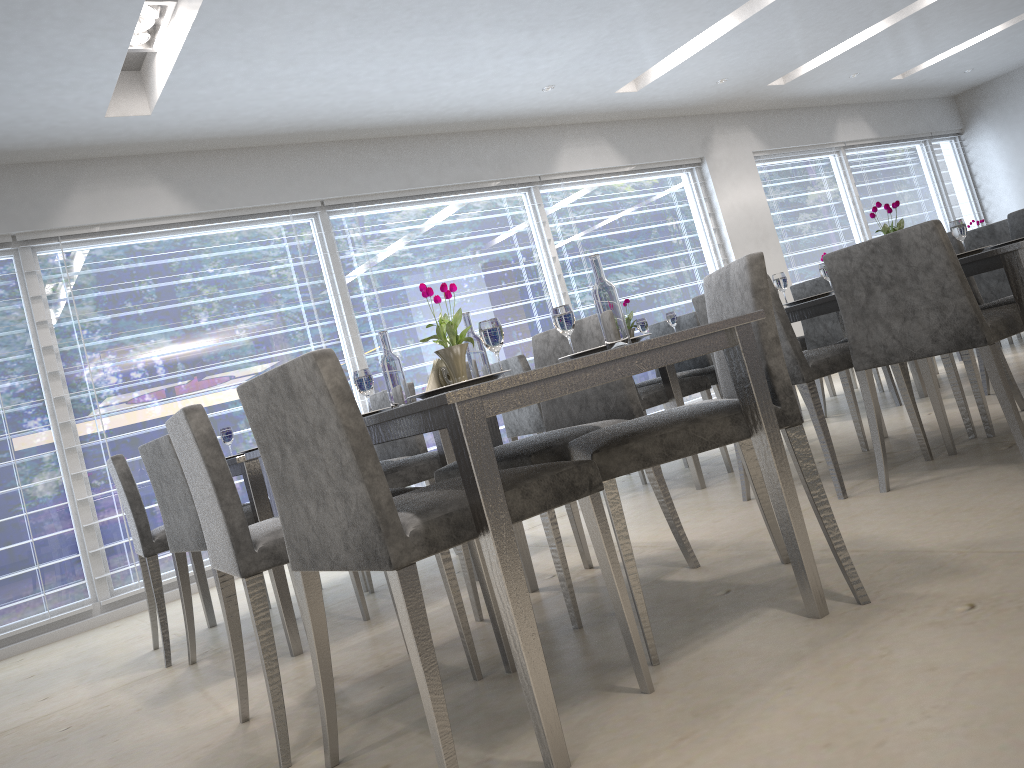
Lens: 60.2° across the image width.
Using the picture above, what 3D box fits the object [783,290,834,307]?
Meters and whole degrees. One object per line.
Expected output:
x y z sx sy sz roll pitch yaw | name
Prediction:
1.102 -0.313 3.282 0.218 0.015 0.214 -15 0 -33 | object

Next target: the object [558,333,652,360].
0.210 -0.078 1.980 0.214 0.015 0.218 -16 0 37 | object

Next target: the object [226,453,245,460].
-1.146 0.304 3.541 0.214 0.015 0.218 -16 0 35 | object

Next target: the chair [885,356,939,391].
2.488 -0.407 5.297 0.496 0.766 0.471 -13 -4 -28 | chair

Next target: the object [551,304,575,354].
0.135 -0.120 2.138 0.053 0.140 0.053 -16 -4 15 | object

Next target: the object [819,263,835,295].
1.296 -0.429 3.614 0.053 0.140 0.053 -16 -4 15 | object

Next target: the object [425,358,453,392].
-0.169 -0.017 2.167 0.069 0.100 0.204 -17 -2 27 | object

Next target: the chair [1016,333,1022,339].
3.602 -0.703 6.702 0.496 0.766 0.471 -13 -4 -38 | chair

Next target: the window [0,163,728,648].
-1.025 -0.176 5.773 7.161 2.084 0.156 -15 -4 -33 | window

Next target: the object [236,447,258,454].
-0.842 0.217 3.057 0.214 0.015 0.218 -16 0 35 | object

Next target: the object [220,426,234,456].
-1.187 0.252 3.708 0.053 0.140 0.053 -16 -4 15 | object

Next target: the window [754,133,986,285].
3.853 -1.490 9.105 3.689 2.084 0.156 -14 -4 -33 | window

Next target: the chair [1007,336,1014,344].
3.339 -0.636 5.890 0.496 0.766 0.471 -13 -4 -38 | chair

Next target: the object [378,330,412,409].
-0.295 -0.033 2.185 0.051 0.202 0.052 -16 -4 9 | object

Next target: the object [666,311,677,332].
0.802 -0.288 4.384 0.053 0.140 0.053 -16 -4 9 | object

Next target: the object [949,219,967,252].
1.596 -0.514 3.136 0.053 0.140 0.053 -16 -4 15 | object

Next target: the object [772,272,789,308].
1.059 -0.365 3.452 0.053 0.140 0.053 -16 -4 15 | object

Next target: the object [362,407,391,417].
-0.408 0.093 2.250 0.214 0.015 0.218 -16 0 37 | object

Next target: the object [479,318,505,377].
-0.035 -0.075 1.965 0.053 0.140 0.053 -16 -4 15 | object

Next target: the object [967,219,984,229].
3.333 -1.040 6.302 0.105 0.278 0.152 -12 -5 -36 | object

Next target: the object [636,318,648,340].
0.632 -0.243 4.211 0.053 0.140 0.053 -16 -4 15 | object

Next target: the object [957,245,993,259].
1.406 -0.400 2.797 0.218 0.015 0.214 -15 0 -33 | object

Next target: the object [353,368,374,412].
-0.402 0.029 2.454 0.053 0.140 0.053 -16 -4 15 | object

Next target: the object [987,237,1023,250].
1.720 -0.484 3.011 0.218 0.015 0.214 -15 0 -33 | object

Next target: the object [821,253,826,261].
1.942 -0.666 5.352 0.105 0.278 0.152 -12 -5 -36 | object

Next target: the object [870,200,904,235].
1.355 -0.519 3.156 0.105 0.278 0.152 -12 -5 -36 | object

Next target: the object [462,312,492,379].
-0.094 -0.087 2.282 0.051 0.202 0.052 -16 -4 9 | object

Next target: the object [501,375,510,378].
-0.094 0.009 2.464 0.214 0.015 0.218 -16 0 37 | object

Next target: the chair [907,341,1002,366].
3.018 -0.545 6.294 0.496 0.766 0.471 -13 -4 -28 | chair

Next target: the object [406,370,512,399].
-0.104 0.007 1.765 0.214 0.015 0.218 -16 0 37 | object

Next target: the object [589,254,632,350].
0.195 -0.170 1.821 0.051 0.202 0.052 -16 -4 9 | object

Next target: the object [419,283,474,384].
-0.155 -0.112 2.124 0.105 0.278 0.152 -12 -5 -36 | object

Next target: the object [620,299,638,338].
0.566 -0.295 4.412 0.105 0.278 0.152 -12 -5 -36 | object
